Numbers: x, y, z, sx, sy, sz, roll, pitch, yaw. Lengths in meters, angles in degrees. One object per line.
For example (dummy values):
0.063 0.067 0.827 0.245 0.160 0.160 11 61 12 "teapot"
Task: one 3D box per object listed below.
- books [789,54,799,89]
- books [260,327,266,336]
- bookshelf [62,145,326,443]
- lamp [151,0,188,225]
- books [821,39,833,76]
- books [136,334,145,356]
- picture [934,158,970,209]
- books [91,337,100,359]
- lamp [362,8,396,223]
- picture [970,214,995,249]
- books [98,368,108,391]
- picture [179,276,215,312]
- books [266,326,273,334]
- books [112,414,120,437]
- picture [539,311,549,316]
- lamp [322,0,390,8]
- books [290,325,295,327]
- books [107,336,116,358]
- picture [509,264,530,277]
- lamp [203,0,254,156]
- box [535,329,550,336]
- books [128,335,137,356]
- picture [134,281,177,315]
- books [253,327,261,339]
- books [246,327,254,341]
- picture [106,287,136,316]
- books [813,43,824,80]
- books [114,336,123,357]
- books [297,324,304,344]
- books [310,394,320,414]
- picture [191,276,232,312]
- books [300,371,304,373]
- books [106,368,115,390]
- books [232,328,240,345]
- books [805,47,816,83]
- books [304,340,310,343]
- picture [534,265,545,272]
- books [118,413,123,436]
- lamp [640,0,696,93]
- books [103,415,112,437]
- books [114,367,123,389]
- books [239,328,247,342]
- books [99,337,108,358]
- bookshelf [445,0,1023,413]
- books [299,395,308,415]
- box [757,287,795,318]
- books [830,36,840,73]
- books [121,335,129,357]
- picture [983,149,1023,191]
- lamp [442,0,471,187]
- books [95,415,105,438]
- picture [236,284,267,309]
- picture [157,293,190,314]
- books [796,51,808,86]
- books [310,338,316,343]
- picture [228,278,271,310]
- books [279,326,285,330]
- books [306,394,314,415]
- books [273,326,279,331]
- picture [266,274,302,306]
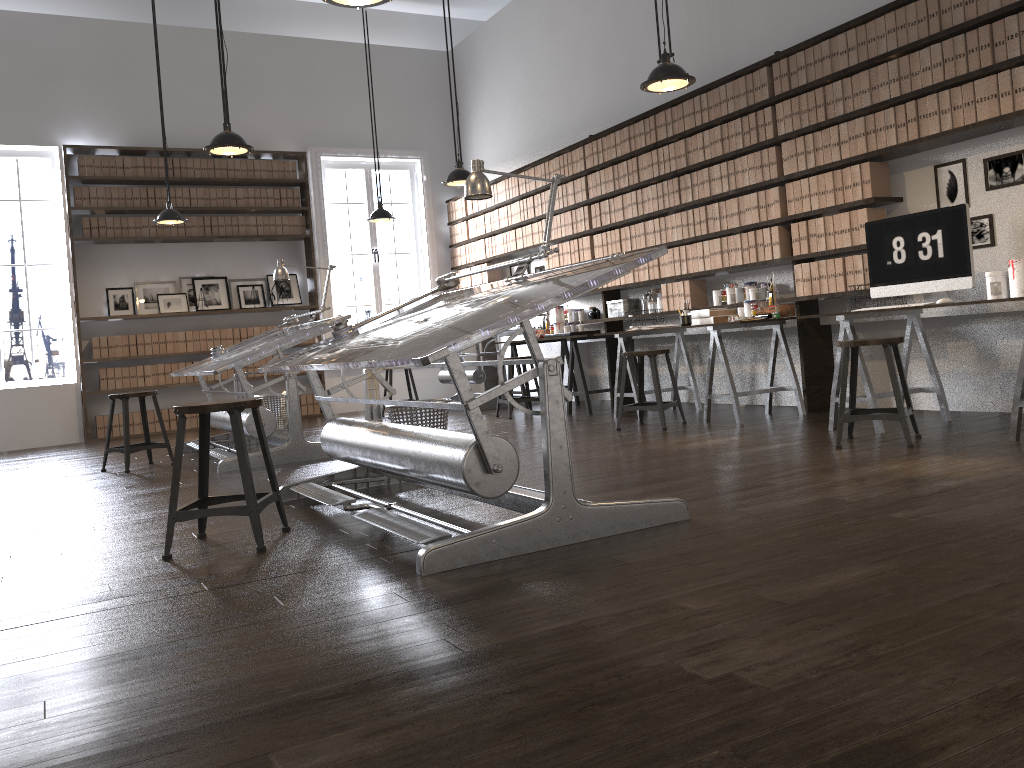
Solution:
1.938 -2.070 5.894 0.175 0.226 0.066 -5 0 -28 "books"
-2.789 -0.524 9.890 0.067 0.226 0.174 -5 1 -28 "books"
-3.365 -0.663 9.636 2.478 3.724 0.412 -5 0 -28 "bookshelf"
-3.250 -2.619 8.198 0.310 2.253 0.313 -5 0 42 "lamp"
2.064 -2.069 5.644 0.175 0.226 0.067 -5 0 -28 "books"
-3.903 -0.405 9.292 0.067 0.226 0.174 -5 1 -28 "books"
2.576 -1.159 5.184 0.022 0.284 0.201 -5 0 -29 "picture"
-4.273 -0.365 9.089 0.067 0.226 0.174 -5 1 -28 "books"
-1.443 -2.812 9.164 0.310 2.253 0.313 -5 0 42 "lamp"
2.650 -0.866 5.087 0.023 0.183 0.251 -5 1 -28 "picture"
-4.208 -0.047 9.104 0.067 0.226 0.174 -5 1 -28 "books"
-3.416 -0.975 9.662 0.370 0.406 0.091 -5 0 -28 "picture"
-2.727 -0.531 9.923 0.067 0.226 0.174 -5 1 -28 "books"
-4.099 0.425 9.140 0.067 0.226 0.174 -5 1 -28 "books"
0.326 -0.820 9.452 0.023 0.183 0.251 -5 1 -28 "picture"
-0.679 -2.608 3.378 0.313 2.253 0.310 -5 0 -3 "lamp"
-2.493 -0.556 10.044 0.067 0.226 0.174 -5 1 -28 "books"
-4.144 -0.378 9.155 0.067 0.226 0.174 -5 1 -28 "books"
0.107 -1.055 9.808 0.040 0.575 0.414 -5 1 -28 "picture"
-1.903 -2.613 5.673 0.313 2.253 0.310 -5 0 -8 "lamp"
0.331 -0.487 8.558 0.138 0.083 0.211 -6 2 -28 "box"
-3.966 -0.398 9.252 0.067 0.226 0.174 -5 1 -28 "books"
-3.790 -0.914 9.456 0.416 0.365 0.083 -5 0 -28 "picture"
-2.849 -0.517 9.853 0.067 0.226 0.174 -5 1 -28 "books"
-2.914 -0.511 9.823 0.067 0.226 0.174 -5 1 -28 "books"
-4.109 -0.856 9.305 0.267 0.315 0.058 -5 0 -28 "picture"
2.038 -2.069 5.706 0.175 0.226 0.066 -5 0 -28 "books"
-4.090 -0.384 9.189 0.067 0.225 0.174 -5 1 -28 "books"
-2.433 -0.562 10.080 0.067 0.226 0.174 -5 1 -28 "books"
-2.256 0.228 10.134 0.067 0.225 0.174 -5 1 -28 "books"
-3.281 -0.980 9.675 0.374 0.391 0.148 -5 0 -28 "picture"
-2.430 -0.239 10.066 0.067 0.226 0.174 -5 1 -28 "books"
-4.144 -0.054 9.138 0.067 0.226 0.174 -5 1 -28 "books"
-3.045 -0.497 9.753 0.067 0.225 0.174 -5 1 -28 "books"
2.004 -2.069 5.769 0.175 0.226 0.066 -5 0 -28 "books"
-2.373 -0.569 10.115 0.067 0.226 0.174 -5 1 -28 "books"
0.308 -1.112 9.446 0.022 0.284 0.201 -5 0 -29 "picture"
-4.036 0.419 9.176 0.067 0.225 0.174 -5 1 -28 "books"
0.785 -2.803 4.995 0.313 2.253 0.310 -5 0 -3 "lamp"
-4.162 0.432 9.111 0.067 0.226 0.174 -5 1 -28 "books"
-4.082 -0.061 9.176 0.067 0.226 0.174 -5 1 -28 "books"
-2.977 -0.504 9.783 0.067 0.226 0.174 -5 1 -28 "books"
-4.207 -0.372 9.121 0.067 0.226 0.174 -5 1 -28 "books"
1.635 -0.688 6.844 0.374 3.206 9.166 -5 2 -28 "bookshelf"
-2.386 0.242 10.060 0.067 0.226 0.174 -5 1 -28 "books"
1.749 -0.543 5.890 0.138 0.207 0.211 -5 1 -28 "box"
2.100 -2.069 5.587 0.175 0.225 0.066 -5 0 -28 "books"
-4.034 -0.390 9.222 0.067 0.225 0.174 -5 1 -28 "books"
2.731 -1.179 4.889 0.023 0.183 0.251 -5 1 -28 "picture"
-0.524 -2.809 7.450 0.310 2.253 0.313 -5 0 42 "lamp"
-4.225 0.439 9.079 0.067 0.226 0.174 -5 1 -28 "books"
-2.906 -0.969 9.884 0.290 0.290 0.127 -5 0 -28 "picture"
-3.619 -0.858 9.459 0.300 0.229 0.144 -6 1 -28 "picture"
1.967 -2.069 5.829 0.175 0.226 0.066 -5 0 -28 "books"
-2.312 -0.575 10.139 0.067 0.226 0.174 -5 1 -28 "books"
-2.939 -1.002 9.914 0.434 0.361 0.095 -5 0 -28 "picture"
-2.608 -0.543 9.986 0.067 0.225 0.174 -5 1 -28 "books"
-2.324 0.235 10.100 0.067 0.225 0.174 -5 1 -28 "books"
-2.665 -0.537 9.950 0.067 0.226 0.174 -5 1 -28 "books"
-2.590 -1.073 10.071 0.343 0.364 0.160 -5 0 -28 "picture"
